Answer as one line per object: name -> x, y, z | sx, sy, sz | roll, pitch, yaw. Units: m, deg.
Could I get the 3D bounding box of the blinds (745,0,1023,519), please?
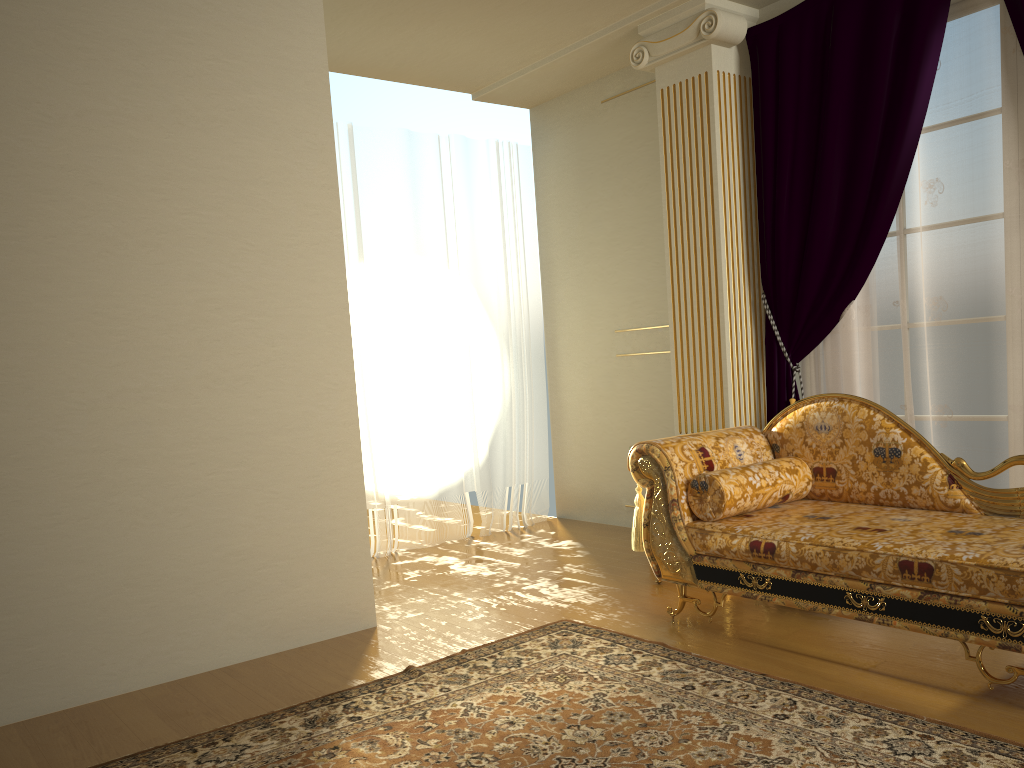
blinds -> 1.943, -0.469, 3.610 | 0.337, 2.667, 2.233 | -8, 5, -37

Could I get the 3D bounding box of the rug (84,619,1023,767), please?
rug -> -0.332, 1.047, 1.910 | 3.066, 0.017, 2.116 | -5, 2, -38

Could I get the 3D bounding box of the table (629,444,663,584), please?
table -> 0.871, 0.603, 4.261 | 0.571, 0.646, 0.568 | -4, 3, 7

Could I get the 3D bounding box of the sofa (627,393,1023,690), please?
sofa -> 1.287, 0.481, 3.052 | 0.690, 0.875, 1.893 | -7, 3, -38

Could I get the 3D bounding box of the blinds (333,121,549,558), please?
blinds -> -0.619, -0.248, 5.273 | 2.157, 2.519, 0.163 | -7, 6, -35
